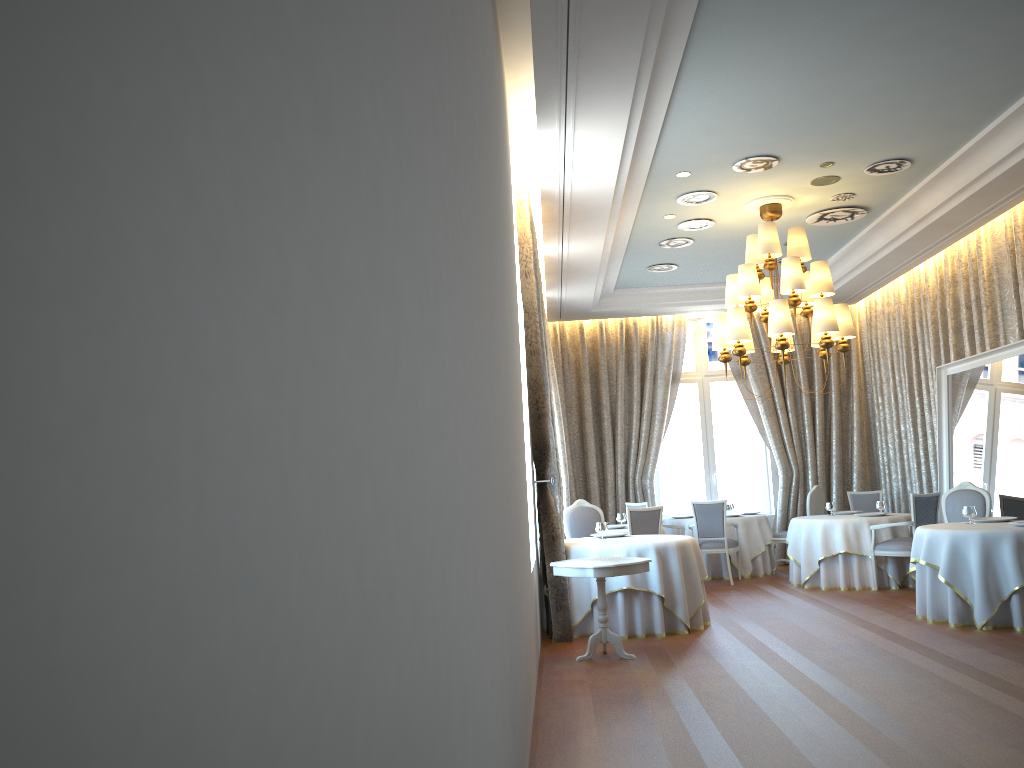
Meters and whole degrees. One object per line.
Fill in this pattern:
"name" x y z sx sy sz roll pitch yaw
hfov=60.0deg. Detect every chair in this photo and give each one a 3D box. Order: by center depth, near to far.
"chair" 4.555 1.627 9.086 0.690 1.233 0.563 2 -8 -37
"chair" 0.921 1.865 9.581 0.563 1.233 0.690 0 -7 -22
"chair" 4.592 1.822 10.260 0.650 1.108 0.629 1 -8 -27
"chair" 1.431 1.983 10.312 0.650 1.108 0.629 0 -7 -22
"chair" 2.714 2.115 11.953 0.650 1.108 0.629 -5 -7 17
"chair" 4.975 2.055 12.386 0.650 1.108 0.629 -6 -7 22
"chair" 4.077 2.068 12.601 0.690 1.233 0.563 -9 -9 42
"chair" 2.044 2.238 12.713 0.629 1.108 0.650 1 -8 -32

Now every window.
"window" 3.198 0.532 14.621 1.881 3.306 0.196 -3 -7 2

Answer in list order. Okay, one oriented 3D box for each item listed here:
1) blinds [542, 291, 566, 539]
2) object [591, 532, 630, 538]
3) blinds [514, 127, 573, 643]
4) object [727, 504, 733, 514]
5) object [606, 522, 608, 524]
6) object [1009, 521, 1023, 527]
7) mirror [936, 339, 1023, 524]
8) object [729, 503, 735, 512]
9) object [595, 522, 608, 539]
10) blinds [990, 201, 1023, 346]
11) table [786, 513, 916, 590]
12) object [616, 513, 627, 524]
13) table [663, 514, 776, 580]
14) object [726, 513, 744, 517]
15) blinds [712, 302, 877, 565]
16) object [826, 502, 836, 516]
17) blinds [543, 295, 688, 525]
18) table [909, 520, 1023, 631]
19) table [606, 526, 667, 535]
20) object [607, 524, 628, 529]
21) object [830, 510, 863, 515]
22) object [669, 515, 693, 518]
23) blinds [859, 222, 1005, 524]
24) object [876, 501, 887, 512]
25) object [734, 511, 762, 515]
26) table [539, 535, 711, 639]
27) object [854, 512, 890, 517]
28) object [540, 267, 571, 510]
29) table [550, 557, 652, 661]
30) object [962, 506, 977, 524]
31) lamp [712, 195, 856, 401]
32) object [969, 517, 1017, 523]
"blinds" 0.443 0.284 11.106 0.335 4.969 2.257 -3 -7 3
"object" 1.022 1.569 9.206 0.419 0.036 0.419 -3 -7 1
"blinds" 0.302 0.001 8.667 0.315 4.930 2.204 -3 -7 2
"object" 3.174 1.852 13.025 0.128 0.165 0.128 -3 -7 2
"object" 1.085 1.881 11.864 0.419 0.036 0.419 -3 -7 1
"object" 4.583 1.223 7.761 0.419 0.036 0.419 -3 -7 1
"mirror" 5.219 0.934 9.695 0.385 2.564 2.251 -3 -7 2
"object" 3.313 1.894 13.442 0.128 0.165 0.128 -3 -7 2
"object" 0.903 1.475 8.908 0.128 0.165 0.128 -1 -7 -15
"blinds" 5.378 -0.385 7.654 0.238 4.819 4.439 -3 -7 3
"table" 4.340 2.111 11.212 1.663 0.890 1.667 -5 -7 16
"object" 1.394 1.732 11.279 0.128 0.165 0.128 -3 -7 2
"table" 3.037 2.397 13.084 1.667 0.890 1.663 -5 -7 21
"object" 3.109 1.881 12.699 0.419 0.036 0.419 -3 -7 1
"blinds" 4.570 0.443 14.146 2.476 4.901 0.386 -3 -7 2
"object" 4.153 1.628 11.544 0.128 0.165 0.128 -3 -7 2
"blinds" 1.701 0.598 14.271 2.535 4.901 0.386 -3 -7 3
"table" 4.571 1.737 8.154 1.663 0.890 1.667 -2 -7 -9
"table" 1.227 2.282 11.361 1.667 0.890 1.663 -2 -7 -4
"object" 1.245 1.765 10.952 0.419 0.036 0.419 -3 -7 1
"object" 4.418 1.698 11.697 0.419 0.036 0.419 -3 -7 1
"object" 2.515 1.947 13.014 0.419 0.036 0.419 -3 -7 1
"blinds" 5.587 0.120 11.992 0.238 4.819 4.439 -3 -7 3
"object" 4.639 1.556 11.136 0.128 0.165 0.128 -3 -7 2
"object" 3.491 1.916 13.158 0.419 0.036 0.419 -3 -7 1
"table" 1.094 1.978 8.743 1.663 0.890 1.667 -2 -7 -9
"object" 4.417 1.601 10.883 0.419 0.036 0.419 -3 -7 1
"object" 0.612 0.579 13.269 0.386 4.901 2.121 -3 -7 2
"table" 0.743 1.844 7.205 0.760 0.801 0.761 -9 -9 42
"object" 4.373 1.253 8.476 0.128 0.165 0.128 -7 -8 32
"lamp" 2.845 -0.917 9.472 1.373 2.121 1.373 -8 -9 40
"object" 4.676 1.320 8.623 0.419 0.036 0.419 -3 -7 1
